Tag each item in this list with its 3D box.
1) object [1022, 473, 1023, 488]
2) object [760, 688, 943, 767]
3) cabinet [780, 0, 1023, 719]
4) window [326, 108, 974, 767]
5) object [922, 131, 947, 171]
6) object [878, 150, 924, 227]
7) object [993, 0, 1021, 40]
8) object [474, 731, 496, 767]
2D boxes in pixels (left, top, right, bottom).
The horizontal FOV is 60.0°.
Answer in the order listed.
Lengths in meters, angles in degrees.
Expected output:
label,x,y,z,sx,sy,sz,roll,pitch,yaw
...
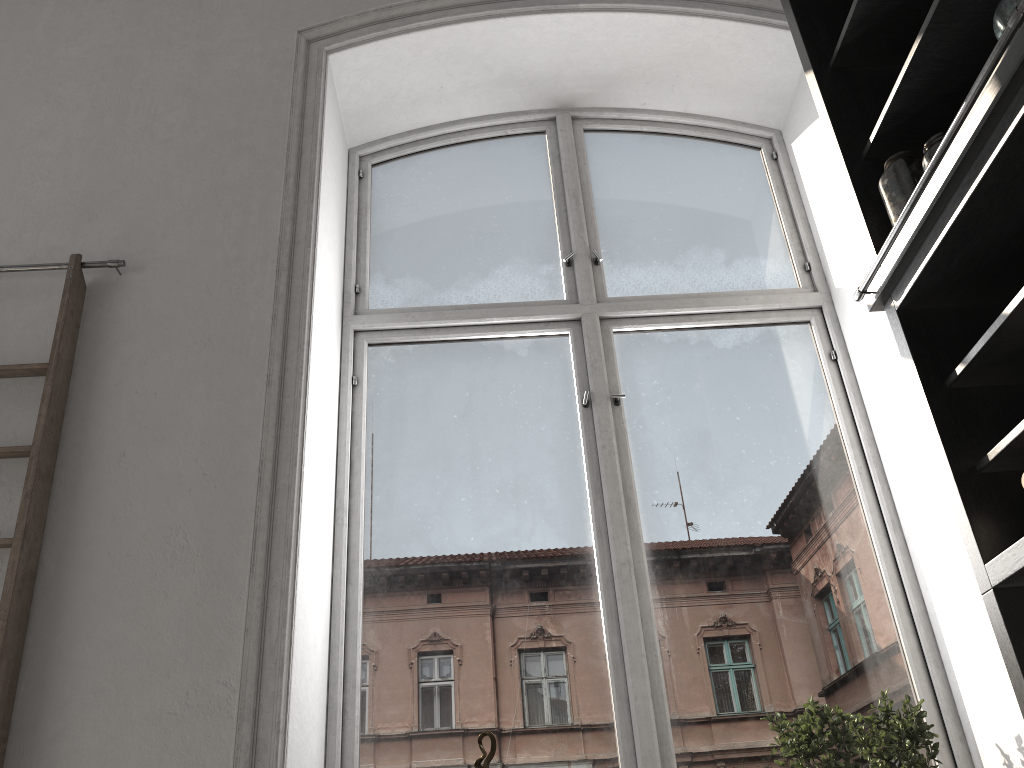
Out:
label,x,y,z,sx,sy,sz,roll,pitch,yaw
object,1.101,0.247,1.785,0.127,0.144,0.116,8,-33,-20
object,0.921,1.070,2.296,0.500,0.522,0.235,2,-31,-11
cabinet,1.061,-0.603,0.620,0.635,3.570,3.263,-3,-31,-2
window,6.301,-2.370,8.026,14.385,15.876,26.497,-3,-31,-2
object,1.033,-0.508,2.081,0.114,0.155,0.114,-5,-30,1
object,1.010,-0.469,2.224,0.118,0.237,0.119,5,-32,-15
object,1.000,-0.806,1.771,0.135,0.356,0.135,-29,-39,36
object,-0.060,1.135,2.248,0.122,0.486,0.102,-16,-32,19
